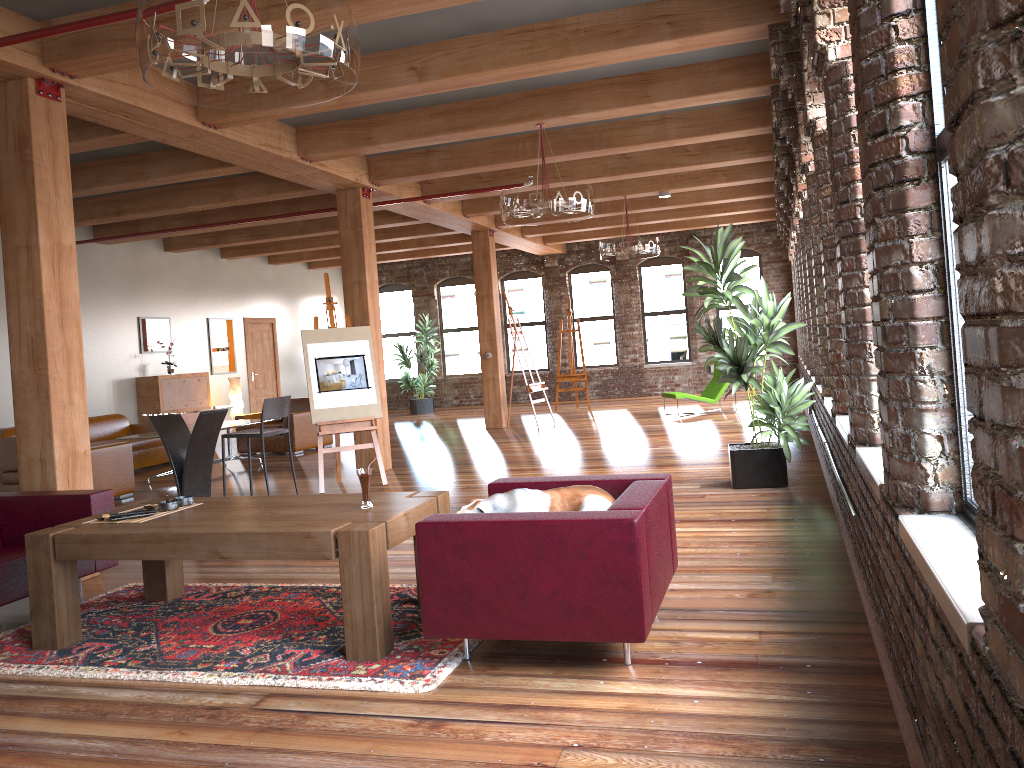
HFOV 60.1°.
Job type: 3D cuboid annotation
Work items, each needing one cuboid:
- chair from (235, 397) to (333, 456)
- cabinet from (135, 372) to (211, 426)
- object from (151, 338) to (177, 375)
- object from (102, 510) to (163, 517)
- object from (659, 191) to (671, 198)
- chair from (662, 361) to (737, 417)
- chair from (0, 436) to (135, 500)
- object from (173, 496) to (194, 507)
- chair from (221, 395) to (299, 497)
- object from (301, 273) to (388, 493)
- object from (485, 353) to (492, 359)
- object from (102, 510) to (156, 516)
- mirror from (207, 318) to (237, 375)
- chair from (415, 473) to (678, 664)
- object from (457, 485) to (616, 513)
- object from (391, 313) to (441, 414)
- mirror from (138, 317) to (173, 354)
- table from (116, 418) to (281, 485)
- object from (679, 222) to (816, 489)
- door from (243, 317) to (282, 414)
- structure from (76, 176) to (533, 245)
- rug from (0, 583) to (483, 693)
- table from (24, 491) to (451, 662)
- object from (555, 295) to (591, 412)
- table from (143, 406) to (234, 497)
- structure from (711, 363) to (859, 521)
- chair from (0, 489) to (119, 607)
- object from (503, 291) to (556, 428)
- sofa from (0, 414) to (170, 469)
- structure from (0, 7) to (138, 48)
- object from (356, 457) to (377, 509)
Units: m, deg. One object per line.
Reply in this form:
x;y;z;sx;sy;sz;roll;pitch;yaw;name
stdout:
-3.249;0.594;12.632;1.062;0.735;0.832;-3;1;27;chair
-5.086;0.459;13.439;0.418;1.209;1.188;-4;1;17;cabinet
-5.190;-0.432;13.340;0.370;0.589;0.298;-4;0;11;object
-1.839;0.627;4.296;0.270;0.008;0.007;-5;1;-17;object
2.004;-2.494;11.628;0.145;0.072;0.147;-4;2;17;object
2.877;0.062;13.726;0.956;0.796;0.680;-4;1;-8;chair
-4.522;0.845;8.882;1.063;0.735;0.831;-4;1;17;chair
-1.690;0.604;4.559;0.098;0.043;0.099;-2;3;43;object
-2.046;0.607;7.179;0.466;0.982;0.430;-4;0;17;chair
-1.705;-0.066;8.800;0.702;2.141;0.684;-4;0;-23;object
-0.368;-0.440;13.751;0.095;0.095;0.061;-4;1;17;object
-1.854;0.627;4.321;0.270;0.008;0.007;-5;1;-9;object
-4.900;-0.641;15.003;0.025;0.952;0.695;-4;1;17;mirror
0.210;0.771;3.795;0.865;0.593;1.072;-4;2;17;chair
0.098;0.598;3.892;0.755;0.297;0.364;-5;1;-12;object
-1.993;-0.434;18.693;1.080;2.104;0.966;-4;0;-5;object
-5.395;-0.741;13.418;0.025;0.548;0.695;-4;1;17;mirror
-3.664;0.796;10.600;0.938;0.560;1.873;-4;2;17;table
1.952;-0.247;7.109;0.965;2.104;1.082;-4;0;30;object
-4.588;-0.148;16.175;0.226;2.120;1.031;-4;0;17;door
-3.014;-2.056;10.831;6.801;0.112;0.051;-4;0;17;structure
-1.283;1.160;4.250;2.460;0.009;1.346;-4;2;17;rug
-1.257;0.886;4.245;1.748;0.550;0.901;-4;2;17;table
1.100;-0.594;16.488;0.661;2.141;0.685;-4;0;12;object
-2.691;0.679;7.469;0.720;0.924;0.723;-4;1;42;table
3.551;0.102;10.669;1.632;0.313;13.723;-4;2;10;structure
-2.852;0.959;4.749;0.865;0.593;1.072;-4;2;17;chair
0.161;-0.412;13.792;0.684;2.141;0.663;-4;0;27;object
-5.352;0.810;11.217;0.950;0.735;2.416;-4;2;17;sofa
-4.698;-1.700;5.260;6.801;0.112;0.051;-4;0;17;structure
-0.671;0.457;4.083;0.076;0.232;0.095;-4;0;-40;object
